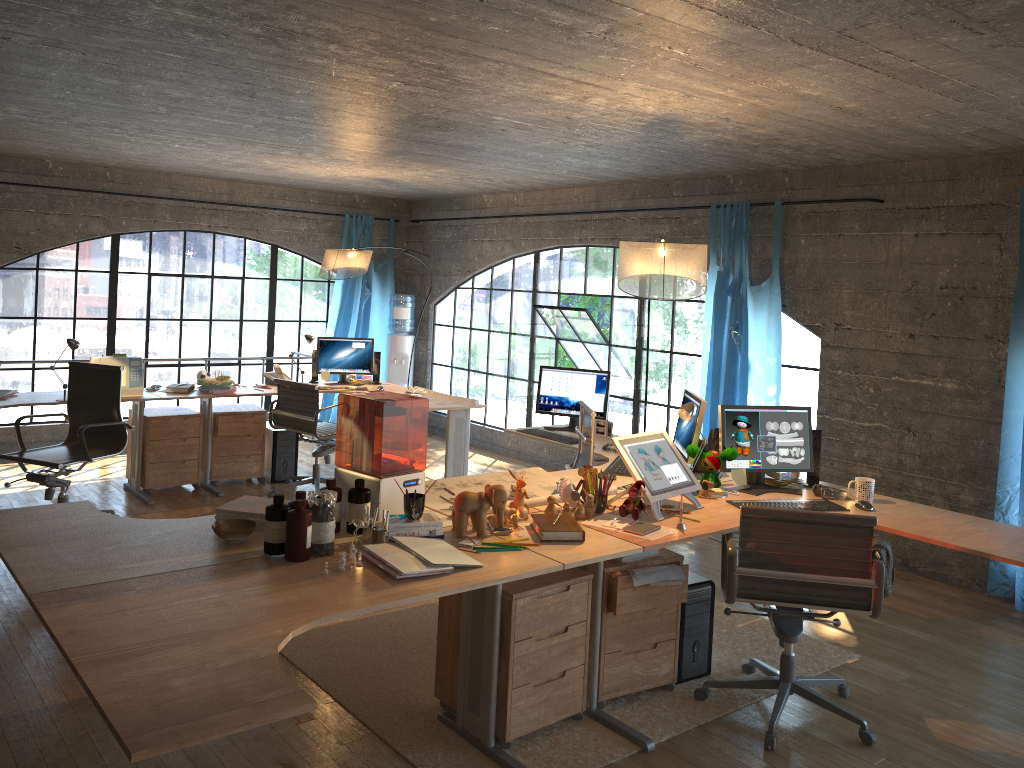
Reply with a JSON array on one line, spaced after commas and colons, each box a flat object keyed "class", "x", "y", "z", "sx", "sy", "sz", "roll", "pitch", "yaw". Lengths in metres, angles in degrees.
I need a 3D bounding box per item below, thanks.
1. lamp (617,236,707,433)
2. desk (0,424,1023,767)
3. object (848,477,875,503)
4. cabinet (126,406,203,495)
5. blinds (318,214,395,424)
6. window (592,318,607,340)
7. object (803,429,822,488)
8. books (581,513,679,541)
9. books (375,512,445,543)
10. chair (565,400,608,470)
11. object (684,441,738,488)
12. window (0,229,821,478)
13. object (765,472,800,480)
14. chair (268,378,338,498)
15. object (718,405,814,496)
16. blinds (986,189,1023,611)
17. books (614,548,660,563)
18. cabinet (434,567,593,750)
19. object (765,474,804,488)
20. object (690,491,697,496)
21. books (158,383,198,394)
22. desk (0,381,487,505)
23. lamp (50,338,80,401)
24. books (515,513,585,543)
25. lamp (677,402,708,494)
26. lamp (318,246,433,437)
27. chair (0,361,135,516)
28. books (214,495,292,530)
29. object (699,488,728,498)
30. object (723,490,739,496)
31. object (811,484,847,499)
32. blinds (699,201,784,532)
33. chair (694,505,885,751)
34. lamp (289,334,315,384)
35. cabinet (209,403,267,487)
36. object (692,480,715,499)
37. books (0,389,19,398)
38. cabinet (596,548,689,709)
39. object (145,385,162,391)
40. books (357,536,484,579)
[{"class": "lamp", "x": 0.986, "y": -0.040, "z": 6.726, "sx": 0.386, "sy": 1.924, "sz": 6.270, "roll": 3, "pitch": 6, "yaw": 7}, {"class": "desk", "x": 0.023, "y": 0.883, "z": 3.484, "sx": 3.469, "sy": 0.736, "sz": 3.278, "roll": -2, "pitch": 8, "yaw": -39}, {"class": "object", "x": 1.588, "y": 0.480, "z": 3.997, "sx": 0.108, "sy": 0.100, "sz": 0.083, "roll": 1, "pitch": 4, "yaw": -28}, {"class": "cabinet", "x": -2.586, "y": 0.487, "z": 6.589, "sx": 0.425, "sy": 0.570, "sz": 0.428, "roll": 0, "pitch": 4, "yaw": -41}, {"class": "blinds", "x": -1.617, "y": -0.665, "z": 9.454, "sx": 0.945, "sy": 2.279, "sz": 0.263, "roll": 1, "pitch": 2, "yaw": -42}, {"class": "window", "x": 1.604, "y": -0.071, "z": 5.938, "sx": 12.274, "sy": 1.846, "sz": 3.926, "roll": 6, "pitch": 7, "yaw": 30}, {"class": "object", "x": 1.452, "y": 0.356, "z": 4.256, "sx": 0.085, "sy": 0.277, "sz": 0.085, "roll": 2, "pitch": 2, "yaw": -39}, {"class": "books", "x": 0.445, "y": 0.539, "z": 3.381, "sx": 0.331, "sy": 0.012, "sz": 0.215, "roll": 8, "pitch": 8, "yaw": 37}, {"class": "books", "x": -0.360, "y": 0.504, "z": 3.092, "sx": 0.229, "sy": 0.069, "sz": 0.179, "roll": -1, "pitch": 7, "yaw": -31}, {"class": "chair", "x": 0.577, "y": 0.627, "z": 4.751, "sx": 0.684, "sy": 1.013, "sz": 0.655, "roll": 3, "pitch": 3, "yaw": -5}, {"class": "object", "x": 0.918, "y": 0.377, "z": 4.088, "sx": 0.246, "sy": 0.220, "sz": 0.115, "roll": 4, "pitch": 2, "yaw": 11}, {"class": "window", "x": -0.970, "y": -0.437, "z": 8.146, "sx": 6.951, "sy": 1.865, "sz": 3.200, "roll": 4, "pitch": 5, "yaw": 11}, {"class": "object", "x": 1.296, "y": 0.430, "z": 4.297, "sx": 0.152, "sy": 0.032, "sz": 0.145, "roll": -1, "pitch": 8, "yaw": -34}, {"class": "chair", "x": -1.474, "y": 0.394, "z": 6.615, "sx": 0.655, "sy": 0.856, "sz": 0.685, "roll": 5, "pitch": 4, "yaw": 38}, {"class": "object", "x": 1.196, "y": 0.298, "z": 4.159, "sx": 0.469, "sy": 0.390, "sz": 0.287, "roll": 2, "pitch": 3, "yaw": -14}, {"class": "blinds", "x": 2.926, "y": 0.182, "z": 4.523, "sx": 0.260, "sy": 2.413, "sz": 0.862, "roll": 2, "pitch": 2, "yaw": -30}, {"class": "books", "x": 0.429, "y": 0.626, "z": 3.647, "sx": 0.220, "sy": 0.109, "sz": 0.311, "roll": -1, "pitch": 7, "yaw": -37}, {"class": "cabinet", "x": 0.011, "y": 0.980, "z": 3.352, "sx": 0.426, "sy": 0.570, "sz": 0.428, "roll": 0, "pitch": 4, "yaw": -41}, {"class": "object", "x": 1.307, "y": 0.467, "z": 4.279, "sx": 0.204, "sy": 0.036, "sz": 0.205, "roll": -3, "pitch": 8, "yaw": -40}, {"class": "object", "x": 0.780, "y": 0.416, "z": 3.956, "sx": 0.084, "sy": 0.159, "sz": 0.082, "roll": 5, "pitch": 3, "yaw": 40}, {"class": "books", "x": -2.453, "y": 0.025, "z": 6.493, "sx": 0.260, "sy": 0.054, "sz": 0.292, "roll": 3, "pitch": 6, "yaw": 2}, {"class": "desk", "x": -2.077, "y": 0.484, "z": 6.109, "sx": 3.508, "sy": 0.736, "sz": 1.645, "roll": -2, "pitch": 7, "yaw": -38}, {"class": "lamp", "x": -2.936, "y": -0.095, "z": 5.777, "sx": 0.105, "sy": 0.408, "sz": 0.207, "roll": 4, "pitch": 2, "yaw": 37}, {"class": "books", "x": 0.143, "y": 0.517, "z": 3.255, "sx": 0.260, "sy": 0.054, "sz": 0.292, "roll": 3, "pitch": 6, "yaw": 2}, {"class": "lamp", "x": 0.830, "y": 0.286, "z": 4.023, "sx": 0.207, "sy": 0.408, "sz": 0.106, "roll": 2, "pitch": 2, "yaw": -28}, {"class": "lamp", "x": -0.617, "y": -0.495, "z": 10.059, "sx": 0.386, "sy": 1.924, "sz": 6.264, "roll": 3, "pitch": 6, "yaw": 16}, {"class": "chair", "x": -2.695, "y": 0.398, "z": 5.374, "sx": 0.654, "sy": 1.013, "sz": 0.686, "roll": 4, "pitch": 3, "yaw": 21}, {"class": "books", "x": -0.885, "y": 0.468, "z": 3.198, "sx": 0.310, "sy": 0.058, "sz": 0.222, "roll": 4, "pitch": 6, "yaw": 12}, {"class": "object", "x": 0.908, "y": 0.485, "z": 3.988, "sx": 0.132, "sy": 0.026, "sz": 0.132, "roll": -2, "pitch": 8, "yaw": -38}, {"class": "object", "x": 0.971, "y": 0.490, "z": 4.042, "sx": 0.011, "sy": 0.011, "sz": 0.159, "roll": -1, "pitch": 7, "yaw": -42}, {"class": "object", "x": 1.456, "y": 0.490, "z": 4.051, "sx": 0.154, "sy": 0.057, "sz": 0.136, "roll": 0, "pitch": 6, "yaw": -23}, {"class": "blinds", "x": 1.595, "y": -0.136, "z": 6.217, "sx": 0.257, "sy": 2.292, "sz": 0.670, "roll": 2, "pitch": 2, "yaw": -44}, {"class": "chair", "x": 1.074, "y": 0.870, "z": 3.503, "sx": 0.653, "sy": 0.856, "sz": 0.687, "roll": 3, "pitch": 3, "yaw": 8}, {"class": "lamp", "x": -1.737, "y": -0.209, "z": 7.291, "sx": 0.207, "sy": 0.408, "sz": 0.105, "roll": 3, "pitch": 1, "yaw": 19}, {"class": "cabinet", "x": -2.168, "y": 0.472, "z": 6.896, "sx": 0.425, "sy": 0.570, "sz": 0.474, "roll": 1, "pitch": 4, "yaw": -31}, {"class": "object", "x": 0.848, "y": 0.466, "z": 3.908, "sx": 0.098, "sy": 0.078, "sz": 0.035, "roll": 3, "pitch": 2, "yaw": 9}, {"class": "books", "x": -3.456, "y": 0.061, "z": 5.788, "sx": 0.307, "sy": 0.044, "sz": 0.319, "roll": 2, "pitch": 6, "yaw": -4}, {"class": "cabinet", "x": 0.428, "y": 0.965, "z": 3.660, "sx": 0.425, "sy": 0.570, "sz": 0.475, "roll": 1, "pitch": 4, "yaw": -31}, {"class": "object", "x": -2.640, "y": 0.028, "z": 6.503, "sx": 0.075, "sy": 0.025, "sz": 0.182, "roll": 2, "pitch": 6, "yaw": -9}, {"class": "books", "x": -0.295, "y": 0.548, "z": 2.842, "sx": 0.317, "sy": 0.044, "sz": 0.309, "roll": -1, "pitch": 8, "yaw": -34}]
